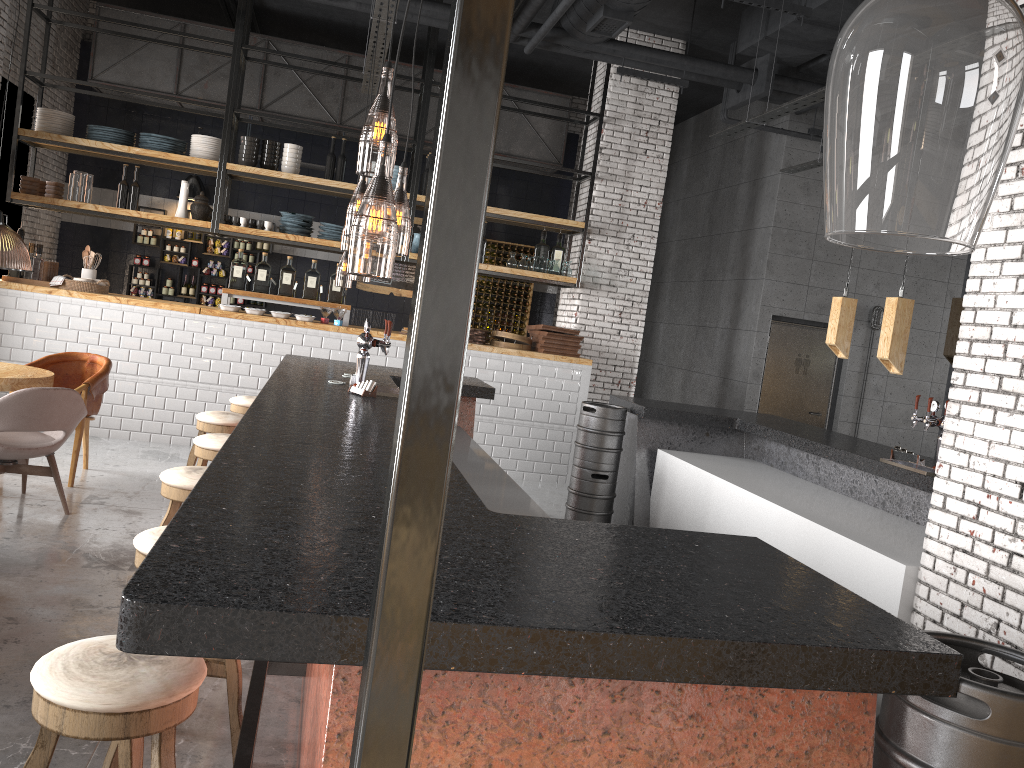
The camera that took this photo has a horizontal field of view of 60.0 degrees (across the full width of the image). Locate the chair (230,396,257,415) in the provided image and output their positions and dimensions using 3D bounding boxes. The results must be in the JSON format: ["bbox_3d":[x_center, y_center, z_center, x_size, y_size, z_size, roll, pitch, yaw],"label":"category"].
[{"bbox_3d":[-1.930,0.486,6.315,0.438,0.805,0.481,5,5,-43],"label":"chair"}]

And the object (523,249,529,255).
[{"bbox_3d":[0.202,-1.888,12.656,0.079,0.079,0.284,7,4,-12],"label":"object"}]

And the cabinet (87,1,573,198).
[{"bbox_3d":[-2.233,-3.305,11.417,5.860,1.766,0.683,7,3,-12],"label":"cabinet"}]

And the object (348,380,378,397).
[{"bbox_3d":[-0.821,0.014,4.891,0.091,0.091,0.178,5,5,-37],"label":"object"}]

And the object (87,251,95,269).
[{"bbox_3d":[-4.023,-1.085,8.445,0.137,0.369,0.033,11,4,44],"label":"object"}]

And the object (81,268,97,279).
[{"bbox_3d":[-4.059,-0.999,8.495,0.129,0.204,0.129,9,4,23],"label":"object"}]

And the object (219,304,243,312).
[{"bbox_3d":[-2.714,-0.730,8.543,0.216,0.055,0.324,7,4,-12],"label":"object"}]

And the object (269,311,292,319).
[{"bbox_3d":[-2.257,-0.674,8.651,0.216,0.055,0.324,7,4,-12],"label":"object"}]

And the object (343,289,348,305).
[{"bbox_3d":[-1.694,-0.887,8.990,0.034,0.163,0.061,9,3,21],"label":"object"}]

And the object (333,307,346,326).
[{"bbox_3d":[-1.699,-0.666,8.710,0.128,0.189,0.123,8,3,-3],"label":"object"}]

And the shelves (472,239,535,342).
[{"bbox_3d":[-0.221,-0.950,12.697,0.889,2.146,0.251,7,3,-12],"label":"shelves"}]

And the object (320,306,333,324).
[{"bbox_3d":[-1.842,-0.678,8.751,0.122,0.165,0.112,9,4,22],"label":"object"}]

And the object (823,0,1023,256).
[{"bbox_3d":[0.231,-0.208,0.481,0.101,0.267,0.101,11,4,41],"label":"object"}]

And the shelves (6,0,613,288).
[{"bbox_3d":[-1.873,-2.925,9.176,5.674,3.063,0.598,7,3,-12],"label":"shelves"}]

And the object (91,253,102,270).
[{"bbox_3d":[-4.014,-1.083,8.496,0.123,0.358,0.076,8,3,3],"label":"object"}]

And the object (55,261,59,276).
[{"bbox_3d":[-4.431,-1.070,8.588,0.056,0.248,0.056,11,4,40],"label":"object"}]

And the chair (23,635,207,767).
[{"bbox_3d":[-0.840,0.967,1.842,0.439,0.805,0.480,10,4,36],"label":"chair"}]

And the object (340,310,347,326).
[{"bbox_3d":[-1.717,-0.666,8.836,0.112,0.165,0.122,11,5,42],"label":"object"}]

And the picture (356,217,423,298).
[{"bbox_3d":[-1.643,-1.824,12.552,0.980,1.141,0.021,7,3,-12],"label":"picture"}]

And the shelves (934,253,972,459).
[{"bbox_3d":[4.953,-0.864,4.666,1.002,4.362,6.158,7,4,-12],"label":"shelves"}]

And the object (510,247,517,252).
[{"bbox_3d":[0.027,-1.907,12.579,0.079,0.079,0.284,7,4,-12],"label":"object"}]

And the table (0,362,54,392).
[{"bbox_3d":[-3.589,0.291,5.857,0.933,0.809,0.932,10,4,30],"label":"table"}]

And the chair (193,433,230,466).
[{"bbox_3d":[-1.565,0.658,4.663,0.439,0.805,0.480,10,4,26],"label":"chair"}]

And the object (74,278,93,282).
[{"bbox_3d":[-4.005,-0.952,8.276,0.160,0.078,0.161,5,5,-34],"label":"object"}]

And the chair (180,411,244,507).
[{"bbox_3d":[-1.776,0.577,5.370,0.480,0.805,0.440,5,4,-38],"label":"chair"}]

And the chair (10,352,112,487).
[{"bbox_3d":[-3.282,0.239,6.544,0.681,0.928,0.644,9,3,10],"label":"chair"}]

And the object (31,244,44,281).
[{"bbox_3d":[-4.449,-1.128,8.322,0.070,0.367,0.107,7,3,-13],"label":"object"}]

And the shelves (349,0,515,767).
[{"bbox_3d":[1.896,-0.684,0.629,3.657,5.013,0.691,7,3,-12],"label":"shelves"}]

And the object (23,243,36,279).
[{"bbox_3d":[-4.513,-1.136,8.307,0.070,0.367,0.107,7,3,-13],"label":"object"}]

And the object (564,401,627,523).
[{"bbox_3d":[0.675,0.677,7.177,0.400,1.034,0.397,9,3,23],"label":"object"}]

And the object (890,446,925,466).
[{"bbox_3d":[2.392,0.431,5.353,0.091,0.091,0.178,5,5,-37],"label":"object"}]

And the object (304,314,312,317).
[{"bbox_3d":[-1.972,-0.662,8.601,0.039,0.021,0.203,5,5,-35],"label":"object"}]

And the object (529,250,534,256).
[{"bbox_3d":[0.297,-1.875,12.661,0.079,0.079,0.284,7,4,-12],"label":"object"}]

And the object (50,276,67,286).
[{"bbox_3d":[-4.158,-0.950,8.301,0.187,0.110,0.283,10,4,24],"label":"object"}]

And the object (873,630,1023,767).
[{"bbox_3d":[0.937,1.099,1.909,0.400,1.034,0.397,9,3,23],"label":"object"}]

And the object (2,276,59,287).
[{"bbox_3d":[-4.548,-0.971,8.419,0.411,0.050,0.412,7,4,-13],"label":"object"}]

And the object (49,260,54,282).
[{"bbox_3d":[-4.396,-1.053,8.419,0.056,0.248,0.056,11,4,40],"label":"object"}]

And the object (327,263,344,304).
[{"bbox_3d":[-1.785,-1.026,9.046,0.154,0.404,0.155,7,3,-13],"label":"object"}]

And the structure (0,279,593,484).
[{"bbox_3d":[-2.223,-0.006,9.268,5.797,1.344,1.513,7,4,-12],"label":"structure"}]

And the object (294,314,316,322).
[{"bbox_3d":[-2.029,-0.646,8.684,0.216,0.060,0.324,7,4,-12],"label":"object"}]

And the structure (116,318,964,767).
[{"bbox_3d":[0.824,0.653,4.721,4.308,1.532,5.887,7,4,-12],"label":"structure"}]

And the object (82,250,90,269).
[{"bbox_3d":[-4.091,-1.103,8.499,0.087,0.355,0.026,9,3,11],"label":"object"}]

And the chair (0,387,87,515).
[{"bbox_3d":[-3.071,0.381,5.469,0.804,0.849,0.770,11,4,37],"label":"chair"}]

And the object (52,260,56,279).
[{"bbox_3d":[-4.413,-1.061,8.503,0.056,0.248,0.056,11,4,40],"label":"object"}]

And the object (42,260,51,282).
[{"bbox_3d":[-4.378,-1.044,8.334,0.056,0.248,0.056,11,4,40],"label":"object"}]

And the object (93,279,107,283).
[{"bbox_3d":[-3.931,-0.953,8.420,0.161,0.078,0.160,11,5,41],"label":"object"}]

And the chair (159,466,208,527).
[{"bbox_3d":[-1.395,0.751,3.725,0.438,0.805,0.481,5,4,-38],"label":"chair"}]

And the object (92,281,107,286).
[{"bbox_3d":[-3.931,-0.933,8.420,0.161,0.075,0.160,11,5,41],"label":"object"}]

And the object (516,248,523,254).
[{"bbox_3d":[0.117,-1.896,12.603,0.079,0.079,0.284,7,4,-12],"label":"object"}]

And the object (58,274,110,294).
[{"bbox_3d":[-4.043,-0.938,8.377,0.436,0.156,0.420,5,5,-40],"label":"object"}]

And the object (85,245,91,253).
[{"bbox_3d":[-4.079,-1.188,8.524,0.090,0.289,0.017,9,3,25],"label":"object"}]

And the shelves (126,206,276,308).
[{"bbox_3d":[-4.166,-1.551,11.877,1.760,1.480,0.158,7,3,-12],"label":"shelves"}]

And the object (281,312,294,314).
[{"bbox_3d":[-2.175,-0.681,8.571,0.203,0.022,0.042,10,5,29],"label":"object"}]

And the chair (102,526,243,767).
[{"bbox_3d":[-1.123,0.874,2.974,0.480,0.805,0.440,6,4,-33],"label":"chair"}]

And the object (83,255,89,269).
[{"bbox_3d":[-4.071,-1.067,8.477,0.052,0.328,0.071,10,4,33],"label":"object"}]

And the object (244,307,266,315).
[{"bbox_3d":[-2.485,-0.702,8.580,0.216,0.059,0.324,7,4,-12],"label":"object"}]

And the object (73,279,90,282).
[{"bbox_3d":[-4.009,-0.934,8.275,0.160,0.075,0.161,5,5,-34],"label":"object"}]

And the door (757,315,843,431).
[{"bbox_3d":[3.444,0.257,10.880,1.119,2.101,0.158,7,3,-12],"label":"door"}]

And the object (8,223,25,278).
[{"bbox_3d":[-4.596,-1.239,8.267,0.106,0.553,0.157,7,3,-13],"label":"object"}]

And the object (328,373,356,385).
[{"bbox_3d":[-1.070,-0.086,5.680,0.200,0.106,0.768,7,4,-12],"label":"object"}]
